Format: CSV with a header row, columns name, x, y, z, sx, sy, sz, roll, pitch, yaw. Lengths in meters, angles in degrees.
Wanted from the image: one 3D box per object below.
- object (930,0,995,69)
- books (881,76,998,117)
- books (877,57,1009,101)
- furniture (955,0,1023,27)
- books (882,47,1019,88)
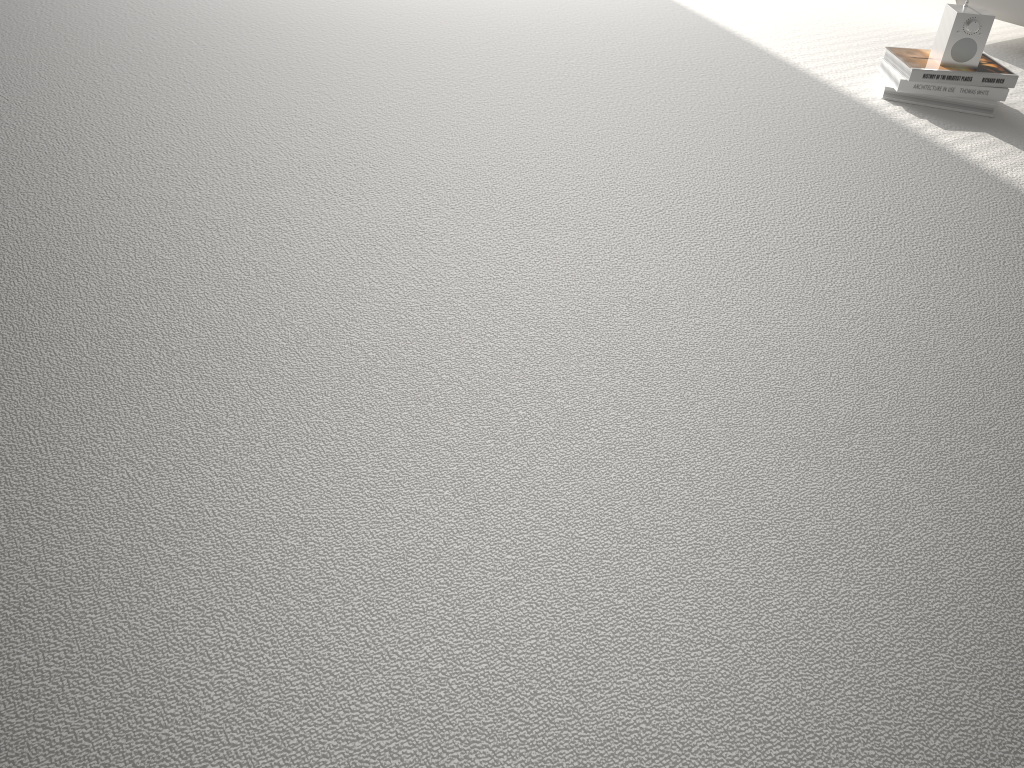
name,x,y,z,sx,sy,sz,roll,pitch,yaw
object,1.072,-0.960,2.127,0.186,0.353,0.093,7,34,3
books,1.096,-0.756,2.280,0.266,0.031,0.195,15,37,14
books,1.098,-0.781,2.263,0.265,0.031,0.196,6,36,2
furniture,2.645,-1.001,2.380,1.629,0.504,2.226,-19,42,-29
books,1.105,-0.804,2.241,0.264,0.031,0.196,3,36,-2
